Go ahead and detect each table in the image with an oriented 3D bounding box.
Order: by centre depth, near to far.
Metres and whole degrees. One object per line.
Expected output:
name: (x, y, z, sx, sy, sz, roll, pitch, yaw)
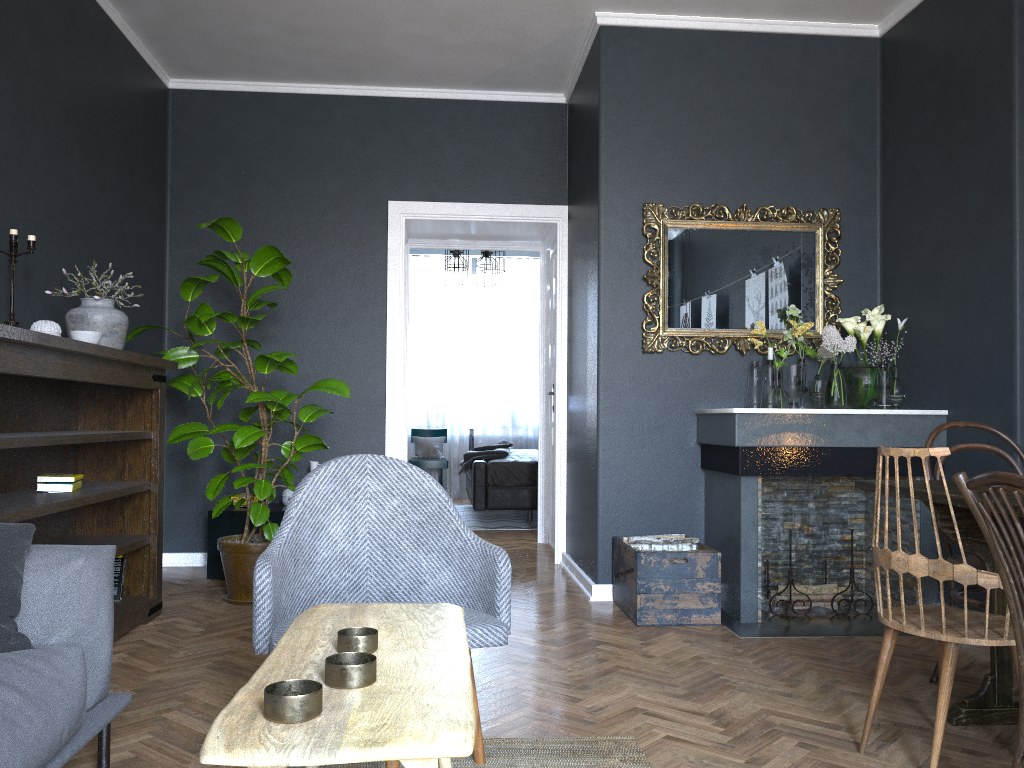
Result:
table: (-0.225, 0.694, 1.374, 0.339, 0.549, 0.788, 1, -2, -5)
table: (1.740, 0.650, 2.133, 1.126, 0.727, 1.605, 1, -2, -5)

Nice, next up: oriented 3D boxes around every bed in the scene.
bed: (0.675, 0.675, 8.434, 2.375, 1.161, 2.266, 1, -2, -5)

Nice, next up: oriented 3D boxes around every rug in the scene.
rug: (-0.067, 0.974, 1.516, 1.003, 0.013, 2.012, 1, -2, -5)
rug: (0.161, 1.247, 8.346, 1.458, 0.013, 2.046, 1, -2, -5)

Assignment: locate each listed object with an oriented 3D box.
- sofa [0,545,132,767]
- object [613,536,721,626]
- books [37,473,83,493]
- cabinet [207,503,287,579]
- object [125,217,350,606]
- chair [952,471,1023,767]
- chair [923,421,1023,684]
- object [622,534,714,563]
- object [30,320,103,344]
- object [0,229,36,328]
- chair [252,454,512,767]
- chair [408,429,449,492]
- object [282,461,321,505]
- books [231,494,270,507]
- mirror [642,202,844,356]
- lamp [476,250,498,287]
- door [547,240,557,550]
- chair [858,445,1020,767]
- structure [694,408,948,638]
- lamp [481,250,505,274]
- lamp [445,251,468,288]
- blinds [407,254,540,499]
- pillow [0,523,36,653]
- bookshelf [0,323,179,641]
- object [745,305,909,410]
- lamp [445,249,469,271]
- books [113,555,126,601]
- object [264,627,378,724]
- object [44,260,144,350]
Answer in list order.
sofa: (-1.305, 0.548, 1.079, 0.970, 0.798, 2.341, 1, -2, -5)
object: (0.720, 0.923, 4.211, 0.383, 0.326, 0.553, 1, -2, -5)
books: (-1.781, 0.418, 3.538, 0.174, 0.113, 0.197, 1, -2, -16)
cabinet: (-1.393, 0.915, 5.194, 0.650, 0.390, 0.456, 1, -2, -5)
object: (-1.391, 0.139, 4.488, 1.118, 1.898, 0.764, 1, -2, -11)
chair: (1.181, 0.583, 1.748, 0.467, 0.819, 0.363, 1, -2, -5)
chair: (1.672, 0.586, 2.974, 0.438, 0.920, 0.549, 1, -2, -2)
object: (0.725, 0.847, 4.213, 0.370, 0.246, 0.533, 1, -2, -4)
object: (-1.705, -0.187, 3.396, 0.255, 0.103, 0.118, 2, -3, -39)
object: (-1.838, -0.362, 3.234, 0.145, 0.437, 0.130, 0, -2, 31)
chair: (-0.357, 0.596, 2.301, 0.645, 0.811, 0.495, 1, -2, -27)
chair: (-0.917, 0.894, 9.762, 0.435, 0.798, 0.592, 1, -2, -5)
object: (-1.263, 0.589, 5.245, 0.228, 0.268, 0.229, -1, -2, 29)
books: (-1.535, 0.687, 5.220, 0.215, 0.066, 0.162, 1, -2, -9)
mirror: (1.190, -0.538, 4.572, 1.057, 0.784, 0.067, 1, -1, -5)
lamp: (-0.251, -1.361, 8.916, 0.210, 0.746, 0.210, 0, -1, 9)
door: (0.353, 0.066, 6.145, 0.162, 2.186, 0.857, 1, -1, -5)
chair: (1.182, 0.596, 2.404, 0.384, 0.856, 0.456, 1, -2, -20)
structure: (1.459, 0.612, 4.198, 1.065, 0.980, 0.834, 1, -2, -5)
lamp: (-0.167, -1.388, 7.932, 0.210, 0.769, 0.210, 0, -1, 9)
lamp: (-0.536, -1.348, 8.583, 0.210, 0.804, 0.210, 0, -1, 9)
blinds: (-0.387, -0.082, 10.241, 3.992, 2.788, 0.312, 1, -1, -5)
pillow: (-1.301, 0.394, 1.708, 0.442, 0.361, 0.798, 0, -2, 13)
bookshelf: (-1.720, 0.442, 3.184, 0.451, 1.171, 1.919, 1, -2, -5)
object: (1.565, -0.144, 4.385, 0.727, 0.546, 0.474, 1, -2, -2)
lamp: (-0.507, -1.413, 8.196, 0.210, 0.714, 0.210, 0, -1, 9)
books: (-1.824, 0.875, 3.992, 0.179, 0.193, 0.122, 1, -2, -1)
object: (-0.239, 0.399, 1.245, 0.103, 0.033, 0.369, 0, -2, 6)
object: (-1.750, -0.328, 3.733, 0.385, 0.412, 0.275, 1, -2, -27)
